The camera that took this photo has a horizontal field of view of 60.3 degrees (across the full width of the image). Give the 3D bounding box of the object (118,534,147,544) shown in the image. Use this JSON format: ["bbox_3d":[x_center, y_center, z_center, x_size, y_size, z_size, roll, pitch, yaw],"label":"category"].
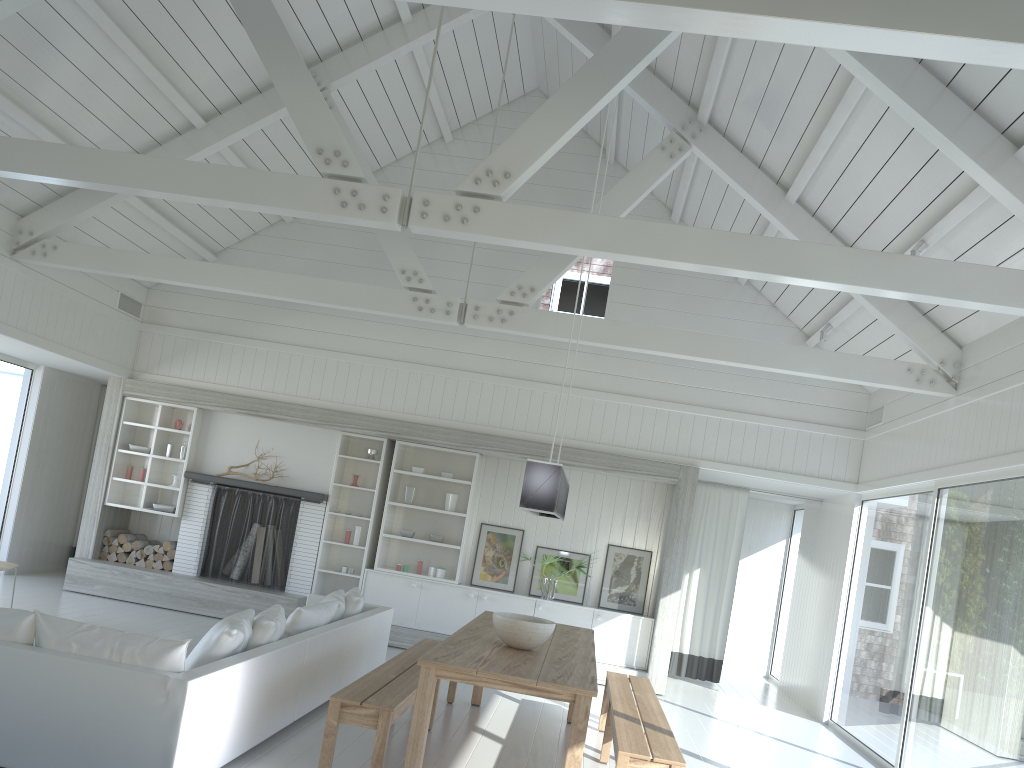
[{"bbox_3d":[-4.375,1.789,10.176,0.110,0.110,0.499,9,-9,5],"label":"object"}]

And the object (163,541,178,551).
[{"bbox_3d":[-3.848,1.862,10.125,0.110,0.110,0.499,9,-9,5],"label":"object"}]

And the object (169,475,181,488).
[{"bbox_3d":[-3.806,1.102,9.970,0.137,0.129,0.138,10,-6,-7],"label":"object"}]

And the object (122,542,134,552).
[{"bbox_3d":[-4.319,1.877,10.164,0.109,0.109,0.499,9,-9,5],"label":"object"}]

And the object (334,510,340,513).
[{"bbox_3d":[-1.953,1.422,9.821,0.054,0.025,0.055,9,-8,6],"label":"object"}]

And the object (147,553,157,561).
[{"bbox_3d":[-4.033,1.977,10.120,0.080,0.079,0.483,9,-9,5],"label":"object"}]

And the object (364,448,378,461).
[{"bbox_3d":[-1.572,0.794,9.871,0.160,0.123,0.164,4,-9,38],"label":"object"}]

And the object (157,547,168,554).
[{"bbox_3d":[-3.921,1.898,10.115,0.080,0.079,0.483,9,-9,5],"label":"object"}]

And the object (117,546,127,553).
[{"bbox_3d":[-4.389,1.911,10.161,0.080,0.079,0.483,9,-9,5],"label":"object"}]

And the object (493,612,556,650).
[{"bbox_3d":[0.061,1.525,5.402,0.389,0.184,0.393,10,-8,-3],"label":"object"}]

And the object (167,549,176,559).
[{"bbox_3d":[-3.799,1.950,10.114,0.109,0.109,0.499,9,-9,5],"label":"object"}]

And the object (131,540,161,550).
[{"bbox_3d":[-4.212,1.858,10.156,0.109,0.109,0.499,9,-9,5],"label":"object"}]

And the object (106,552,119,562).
[{"bbox_3d":[-4.479,2.001,10.186,0.134,0.146,0.554,9,-9,6],"label":"object"}]

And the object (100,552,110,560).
[{"bbox_3d":[-4.581,1.990,10.188,0.108,0.105,0.520,9,-9,5],"label":"object"}]

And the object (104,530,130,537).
[{"bbox_3d":[-4.553,1.719,10.182,0.080,0.079,0.483,9,-9,5],"label":"object"}]

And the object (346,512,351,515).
[{"bbox_3d":[-1.832,1.449,9.863,0.054,0.025,0.055,9,-8,6],"label":"object"}]

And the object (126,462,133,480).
[{"bbox_3d":[-4.347,0.987,10.027,0.054,0.195,0.055,9,-3,7],"label":"object"}]

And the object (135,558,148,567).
[{"bbox_3d":[-4.144,2.070,10.153,0.134,0.146,0.554,9,-9,6],"label":"object"}]

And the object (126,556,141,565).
[{"bbox_3d":[-4.264,2.017,10.158,0.105,0.114,0.522,9,-9,6],"label":"object"}]

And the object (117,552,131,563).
[{"bbox_3d":[-4.376,1.998,10.162,0.110,0.110,0.499,9,-9,5],"label":"object"}]

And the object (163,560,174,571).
[{"bbox_3d":[-3.842,2.079,10.110,0.110,0.110,0.499,9,-9,5],"label":"object"}]

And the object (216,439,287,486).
[{"bbox_3d":[-2.811,0.857,9.761,0.789,0.499,0.457,13,-7,-24],"label":"object"}]

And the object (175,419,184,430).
[{"bbox_3d":[-3.777,0.465,10.002,0.060,0.126,0.230,13,-8,-39],"label":"object"}]

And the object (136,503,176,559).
[{"bbox_3d":[-4.045,1.699,10.116,0.342,0.639,0.615,10,-6,-9],"label":"object"}]

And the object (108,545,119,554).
[{"bbox_3d":[-4.481,1.907,10.176,0.109,0.109,0.499,9,-9,5],"label":"object"}]

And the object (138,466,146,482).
[{"bbox_3d":[-4.198,1.010,10.013,0.054,0.195,0.055,9,-3,7],"label":"object"}]

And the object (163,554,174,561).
[{"bbox_3d":[-3.855,1.992,10.110,0.080,0.079,0.483,9,-9,5],"label":"object"}]

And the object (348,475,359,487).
[{"bbox_3d":[-1.758,1.089,9.895,0.138,0.129,0.136,15,-8,-41],"label":"object"}]

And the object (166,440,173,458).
[{"bbox_3d":[-3.884,0.736,10.003,0.054,0.195,0.055,9,-3,7],"label":"object"}]

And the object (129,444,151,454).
[{"bbox_3d":[-4.223,0.750,10.047,0.243,0.072,0.244,11,-9,-9],"label":"object"}]

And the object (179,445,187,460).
[{"bbox_3d":[-3.721,0.761,9.988,0.054,0.195,0.055,9,-3,7],"label":"object"}]

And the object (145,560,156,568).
[{"bbox_3d":[-4.047,2.070,10.136,0.108,0.105,0.520,9,-9,5],"label":"object"}]

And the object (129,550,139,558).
[{"bbox_3d":[-4.242,1.946,10.140,0.080,0.079,0.483,9,-9,5],"label":"object"}]

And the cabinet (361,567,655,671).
[{"bbox_3d":[-0.066,2.576,9.767,3.176,0.548,0.660,9,-7,5],"label":"cabinet"}]

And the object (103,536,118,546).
[{"bbox_3d":[-4.550,1.812,10.188,0.109,0.109,0.499,9,-9,5],"label":"object"}]

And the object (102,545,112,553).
[{"bbox_3d":[-4.567,1.897,10.171,0.080,0.079,0.483,9,-9,5],"label":"object"}]

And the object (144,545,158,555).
[{"bbox_3d":[-4.065,1.907,10.140,0.109,0.109,0.499,9,-9,5],"label":"object"}]

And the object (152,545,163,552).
[{"bbox_3d":[-3.982,1.878,10.122,0.086,0.091,0.484,9,-9,5],"label":"object"}]

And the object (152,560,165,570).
[{"bbox_3d":[-3.945,2.081,10.135,0.134,0.146,0.554,9,-9,6],"label":"object"}]

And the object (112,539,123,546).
[{"bbox_3d":[-4.455,1.818,10.167,0.080,0.079,0.483,9,-9,5],"label":"object"}]

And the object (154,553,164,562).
[{"bbox_3d":[-3.947,1.988,10.125,0.109,0.109,0.499,9,-9,5],"label":"object"}]
